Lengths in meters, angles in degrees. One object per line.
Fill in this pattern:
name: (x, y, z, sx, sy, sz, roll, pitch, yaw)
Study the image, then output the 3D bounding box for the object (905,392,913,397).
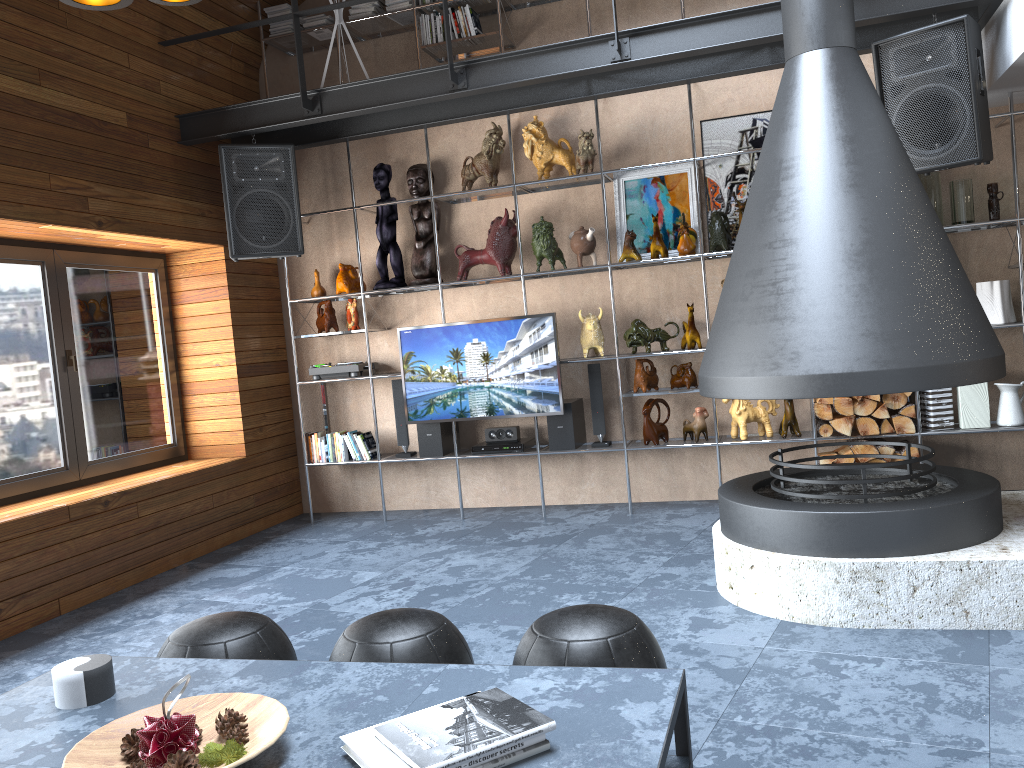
object: (2.270, 0.006, 5.181, 0.111, 0.121, 0.310, -4, 3, 16)

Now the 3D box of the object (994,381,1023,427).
object: (2.813, 0.109, 5.004, 0.171, 0.245, 0.146, -8, 4, -43)

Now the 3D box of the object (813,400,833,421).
object: (1.855, 0.149, 5.312, 0.110, 0.109, 0.321, -4, 3, 18)

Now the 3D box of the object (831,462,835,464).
object: (1.935, 0.525, 5.286, 0.143, 0.143, 0.286, -4, 3, 17)

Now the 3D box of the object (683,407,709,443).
object: (1.127, 0.251, 5.523, 0.119, 0.220, 0.212, -8, 4, -39)

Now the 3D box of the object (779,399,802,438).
object: (1.667, 0.140, 5.360, 0.116, 0.358, 0.198, -5, 3, 9)

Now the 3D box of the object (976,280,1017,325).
object: (2.717, -0.458, 4.996, 0.175, 0.241, 0.165, -7, 4, -37)

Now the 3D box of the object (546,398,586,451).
object: (0.356, 0.264, 5.826, 0.175, 0.303, 0.343, -4, 3, 17)

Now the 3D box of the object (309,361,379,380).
object: (-1.190, -0.102, 6.241, 0.404, 0.114, 0.320, -4, 3, 17)

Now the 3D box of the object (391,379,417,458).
object: (-0.753, 0.232, 6.104, 0.112, 0.533, 0.112, -4, 3, 17)

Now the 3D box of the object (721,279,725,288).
object: (1.492, -0.466, 5.400, 0.405, 0.451, 0.210, -5, 3, 9)

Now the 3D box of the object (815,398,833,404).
object: (1.859, 0.055, 5.301, 0.107, 0.110, 0.331, -4, 3, 15)

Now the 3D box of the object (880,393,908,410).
object: (2.233, 0.070, 5.219, 0.143, 0.143, 0.286, -4, 3, 17)

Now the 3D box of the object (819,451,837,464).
object: (1.886, 0.465, 5.318, 0.111, 0.121, 0.310, -4, 3, 16)

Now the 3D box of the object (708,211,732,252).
object: (1.274, -0.924, 5.429, 0.126, 0.249, 0.253, -4, 3, 22)

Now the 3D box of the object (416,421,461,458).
object: (-0.506, 0.328, 6.090, 0.175, 0.303, 0.343, -4, 3, 17)

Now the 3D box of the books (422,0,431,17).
books: (-0.567, -2.564, 5.855, 0.013, 0.234, 0.148, -4, 3, 17)

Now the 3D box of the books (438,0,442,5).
books: (-0.456, -2.560, 5.804, 0.018, 0.210, 0.146, -4, 3, 17)

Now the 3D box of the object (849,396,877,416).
object: (2.055, 0.117, 5.232, 0.147, 0.118, 0.288, -5, 3, 13)

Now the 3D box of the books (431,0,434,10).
books: (-0.505, -2.569, 5.836, 0.013, 0.234, 0.148, -4, 3, 17)

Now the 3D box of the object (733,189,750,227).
object: (1.411, -0.986, 5.357, 0.116, 0.358, 0.198, -4, 3, 25)

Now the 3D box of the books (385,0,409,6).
books: (-0.704, -2.510, 5.895, 0.182, 0.016, 0.252, -4, 3, 21)

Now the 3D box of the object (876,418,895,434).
object: (2.194, 0.233, 5.228, 0.087, 0.095, 0.303, -4, 3, 17)

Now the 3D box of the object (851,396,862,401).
object: (2.021, 0.042, 5.236, 0.107, 0.098, 0.330, -5, 3, 13)

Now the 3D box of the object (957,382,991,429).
object: (2.621, 0.103, 5.041, 0.148, 0.287, 0.092, -4, 3, 17)

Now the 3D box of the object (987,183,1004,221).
object: (2.694, -1.011, 4.940, 0.077, 0.215, 0.058, -2, 4, 43)

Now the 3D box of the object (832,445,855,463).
object: (1.967, 0.430, 5.290, 0.128, 0.107, 0.329, -4, 3, 17)

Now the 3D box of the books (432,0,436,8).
books: (-0.493, -2.568, 5.820, 0.021, 0.231, 0.161, -4, 3, 17)

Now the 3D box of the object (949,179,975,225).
object: (2.536, -1.019, 5.000, 0.112, 0.253, 0.113, -4, 3, 17)

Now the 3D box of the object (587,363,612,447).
object: (0.554, 0.134, 5.703, 0.112, 0.533, 0.112, -4, 3, 17)

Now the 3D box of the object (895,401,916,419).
object: (2.291, 0.147, 5.189, 0.095, 0.088, 0.303, -4, 3, 15)

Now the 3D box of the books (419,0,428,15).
books: (-0.586, -2.562, 5.837, 0.013, 0.234, 0.148, -4, 3, 17)

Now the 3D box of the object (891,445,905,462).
object: (2.278, 0.440, 5.219, 0.109, 0.135, 0.288, -4, 3, 21)

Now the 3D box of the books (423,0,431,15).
books: (-0.555, -2.564, 5.844, 0.018, 0.232, 0.169, -4, 3, 17)

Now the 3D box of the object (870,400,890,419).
object: (2.145, 0.148, 5.222, 0.103, 0.098, 0.330, -4, 3, 14)

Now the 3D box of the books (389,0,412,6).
books: (-0.699, -2.497, 5.902, 0.161, 0.013, 0.217, -4, 3, 17)

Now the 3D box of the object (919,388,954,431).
object: (2.440, 0.087, 5.109, 0.139, 0.347, 0.140, -5, 3, -3)

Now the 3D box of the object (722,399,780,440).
object: (1.467, 0.151, 5.440, 0.375, 0.363, 0.170, -6, 3, -17)

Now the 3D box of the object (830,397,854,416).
object: (1.946, 0.111, 5.277, 0.115, 0.131, 0.374, -5, 3, 13)

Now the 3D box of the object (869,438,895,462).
object: (2.179, 0.393, 5.225, 0.099, 0.131, 0.309, -5, 3, 13)

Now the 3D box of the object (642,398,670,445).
object: (0.899, 0.236, 5.592, 0.114, 0.290, 0.249, -3, 4, 42)

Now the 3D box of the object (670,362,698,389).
object: (1.062, -0.052, 5.525, 0.105, 0.168, 0.210, -7, 4, -33)

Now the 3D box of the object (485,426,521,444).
object: (-0.063, 0.339, 5.930, 0.223, 0.101, 0.080, -4, 3, 17)

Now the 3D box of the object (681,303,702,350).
object: (1.103, -0.359, 5.529, 0.097, 0.290, 0.290, -5, 3, -3)

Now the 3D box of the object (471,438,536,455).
object: (-0.054, 0.418, 5.938, 0.360, 0.058, 0.325, -4, 3, 17)

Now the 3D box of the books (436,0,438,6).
books: (-0.473, -2.555, 5.796, 0.010, 0.208, 0.130, -4, 3, 17)

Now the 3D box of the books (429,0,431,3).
books: (-0.521, -2.567, 5.829, 0.013, 0.234, 0.148, -4, 3, 17)

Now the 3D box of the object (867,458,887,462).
object: (2.134, 0.462, 5.250, 0.107, 0.098, 0.330, -5, 3, 13)

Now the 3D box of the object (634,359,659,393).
object: (0.852, -0.058, 5.610, 0.108, 0.214, 0.217, -3, 4, 42)

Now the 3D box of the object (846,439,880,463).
object: (2.071, 0.381, 5.236, 0.164, 0.128, 0.322, -4, 3, 16)

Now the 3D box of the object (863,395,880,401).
object: (2.104, 0.048, 5.228, 0.101, 0.110, 0.331, -4, 3, 19)

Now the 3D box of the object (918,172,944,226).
object: (2.382, -1.038, 5.049, 0.122, 0.313, 0.122, -3, 4, 37)

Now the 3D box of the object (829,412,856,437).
object: (1.963, 0.233, 5.280, 0.154, 0.131, 0.362, -4, 3, 17)

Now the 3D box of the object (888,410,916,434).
object: (2.270, 0.218, 5.175, 0.126, 0.112, 0.287, -4, 3, 17)

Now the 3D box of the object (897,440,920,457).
object: (2.304, 0.385, 5.193, 0.105, 0.105, 0.331, -4, 3, 14)

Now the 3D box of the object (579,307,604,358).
object: (0.505, -0.325, 5.659, 0.154, 0.309, 0.325, -5, 3, 2)

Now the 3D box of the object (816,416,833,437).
object: (1.876, 0.247, 5.339, 0.103, 0.110, 0.312, -5, 3, 13)

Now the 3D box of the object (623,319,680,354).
object: (0.851, -0.306, 5.584, 0.403, 0.221, 0.192, -7, 4, -36)

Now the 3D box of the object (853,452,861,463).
object: (2.058, 0.481, 5.274, 0.101, 0.110, 0.331, -4, 3, 19)

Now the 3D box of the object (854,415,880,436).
object: (2.082, 0.229, 5.238, 0.135, 0.114, 0.299, -4, 3, 15)
